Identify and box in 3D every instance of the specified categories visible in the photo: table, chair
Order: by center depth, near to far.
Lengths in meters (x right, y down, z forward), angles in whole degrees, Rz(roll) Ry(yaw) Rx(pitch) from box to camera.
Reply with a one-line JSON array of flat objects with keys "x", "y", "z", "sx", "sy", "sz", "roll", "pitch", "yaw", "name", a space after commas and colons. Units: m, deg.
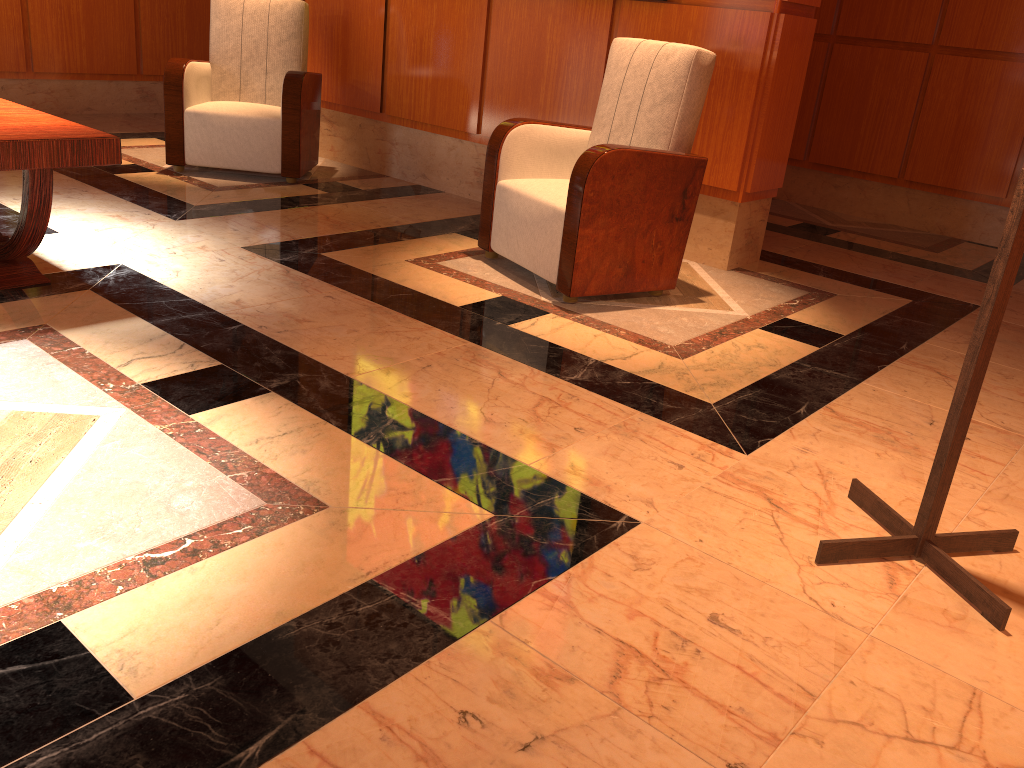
[{"x": -1.893, "y": -0.613, "z": 2.872, "sx": 1.176, "sy": 0.527, "sz": 0.729, "roll": 23, "pitch": 27, "yaw": 35, "name": "table"}, {"x": 0.336, "y": -0.907, "z": 3.594, "sx": 0.630, "sy": 0.948, "sz": 0.746, "roll": -7, "pitch": 25, "yaw": -30, "name": "chair"}, {"x": -1.497, "y": -1.698, "z": 5.018, "sx": 0.737, "sy": 0.948, "sz": 0.637, "roll": 5, "pitch": 21, "yaw": -2, "name": "chair"}]

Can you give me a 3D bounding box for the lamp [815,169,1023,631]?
[{"x": 0.888, "y": -0.411, "z": 1.665, "sx": 0.529, "sy": 1.639, "sz": 0.363, "roll": 17, "pitch": 23, "yaw": 27, "name": "lamp"}]
